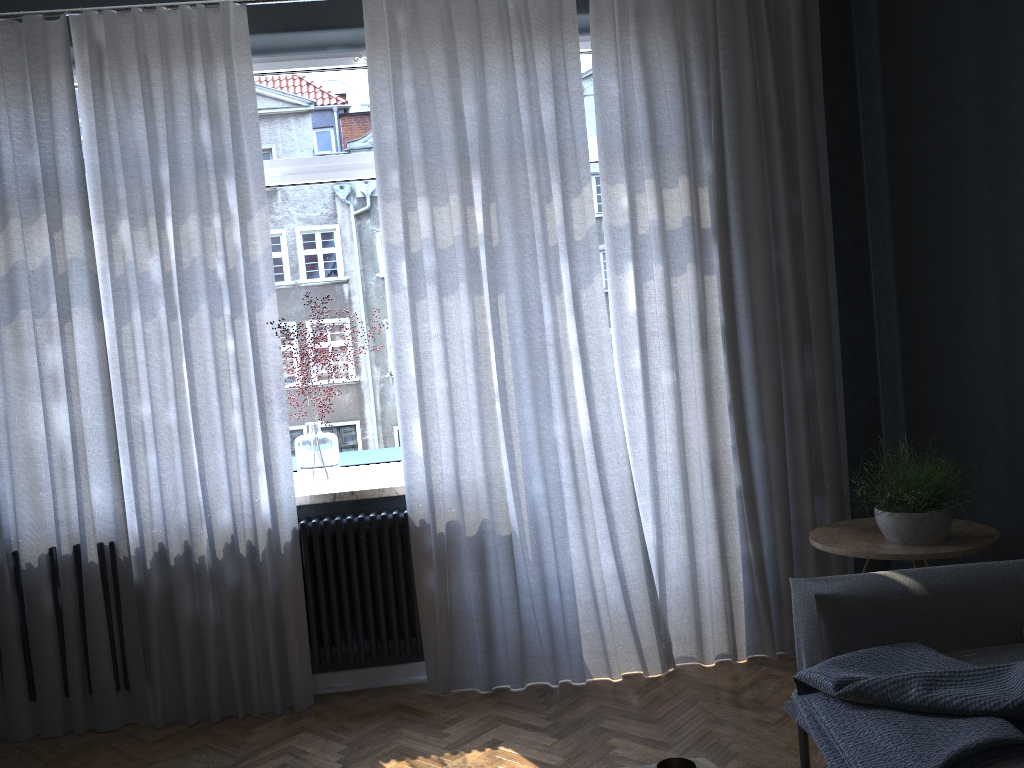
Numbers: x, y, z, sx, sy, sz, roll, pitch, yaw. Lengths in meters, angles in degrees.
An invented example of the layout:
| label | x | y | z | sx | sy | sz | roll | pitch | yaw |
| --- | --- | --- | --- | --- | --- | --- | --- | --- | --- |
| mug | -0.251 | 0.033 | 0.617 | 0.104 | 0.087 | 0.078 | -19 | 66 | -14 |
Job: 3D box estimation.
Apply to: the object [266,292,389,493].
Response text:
| label | x | y | z | sx | sy | sz | roll | pitch | yaw |
| --- | --- | --- | --- | --- | --- | --- | --- | --- | --- |
| object | -0.795 | 0.043 | 3.651 | 0.514 | 0.810 | 0.599 | -6 | 3 | -30 |

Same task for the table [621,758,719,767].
| label | x | y | z | sx | sy | sz | roll | pitch | yaw |
| --- | --- | --- | --- | --- | --- | --- | --- | --- | --- |
| table | 0.266 | 0.990 | 1.289 | 0.339 | 0.550 | 0.787 | -5 | 2 | -4 |

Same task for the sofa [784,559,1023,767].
| label | x | y | z | sx | sy | sz | roll | pitch | yaw |
| --- | --- | --- | --- | --- | --- | --- | --- | --- | --- |
| sofa | 1.334 | 0.759 | 1.568 | 0.970 | 0.798 | 2.339 | -5 | 2 | -5 |

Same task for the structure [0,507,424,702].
| label | x | y | z | sx | sy | sz | roll | pitch | yaw |
| --- | --- | --- | --- | --- | --- | --- | --- | --- | --- |
| structure | -1.163 | 0.879 | 3.629 | 1.846 | 0.601 | 0.215 | -5 | 2 | -4 |

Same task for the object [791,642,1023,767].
| label | x | y | z | sx | sy | sz | roll | pitch | yaw |
| --- | --- | --- | --- | --- | --- | --- | --- | --- | --- |
| object | 0.990 | 0.798 | 2.122 | 0.490 | 0.329 | 0.666 | -5 | 2 | 1 |

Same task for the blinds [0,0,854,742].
| label | x | y | z | sx | sy | sz | roll | pitch | yaw |
| --- | --- | --- | --- | --- | --- | --- | --- | --- | --- |
| blinds | -0.555 | -0.134 | 3.572 | 3.992 | 2.791 | 0.312 | -5 | 3 | -4 |

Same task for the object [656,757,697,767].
| label | x | y | z | sx | sy | sz | roll | pitch | yaw |
| --- | --- | --- | --- | --- | --- | --- | --- | --- | --- |
| object | 0.258 | 0.696 | 1.413 | 0.103 | 0.033 | 0.368 | -5 | 2 | 7 |
